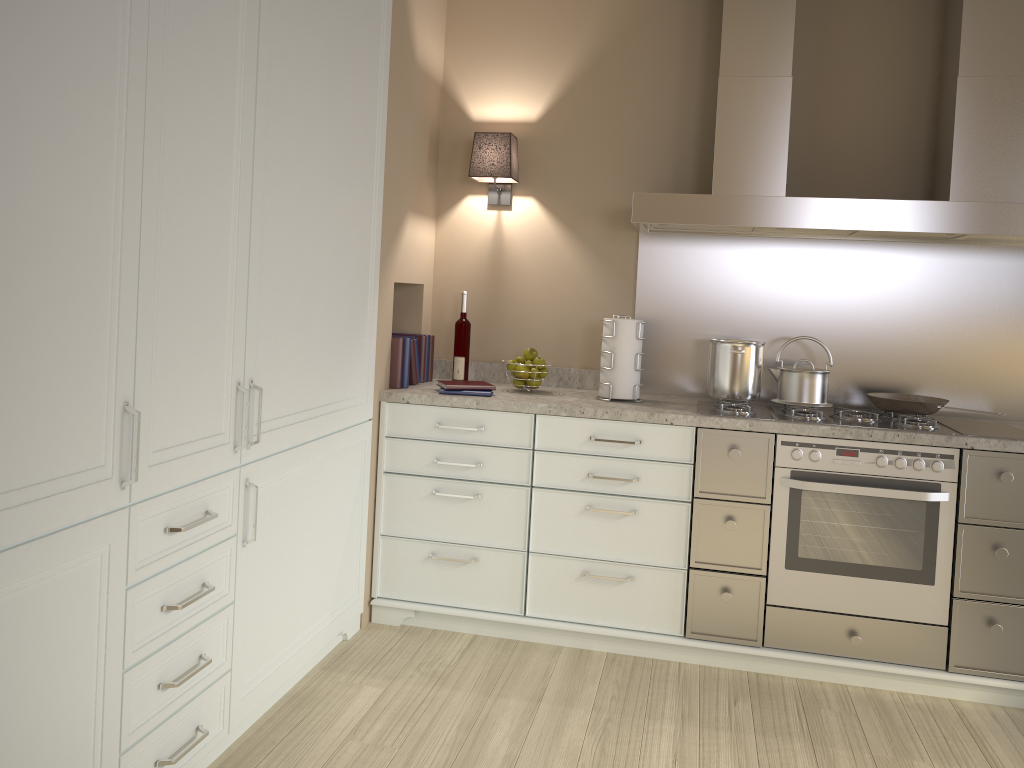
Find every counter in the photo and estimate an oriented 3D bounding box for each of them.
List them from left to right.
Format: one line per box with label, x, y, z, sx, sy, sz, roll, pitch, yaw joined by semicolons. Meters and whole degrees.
counter;1.170;0.093;3.027;3.848;0.113;0.581;4;6;12

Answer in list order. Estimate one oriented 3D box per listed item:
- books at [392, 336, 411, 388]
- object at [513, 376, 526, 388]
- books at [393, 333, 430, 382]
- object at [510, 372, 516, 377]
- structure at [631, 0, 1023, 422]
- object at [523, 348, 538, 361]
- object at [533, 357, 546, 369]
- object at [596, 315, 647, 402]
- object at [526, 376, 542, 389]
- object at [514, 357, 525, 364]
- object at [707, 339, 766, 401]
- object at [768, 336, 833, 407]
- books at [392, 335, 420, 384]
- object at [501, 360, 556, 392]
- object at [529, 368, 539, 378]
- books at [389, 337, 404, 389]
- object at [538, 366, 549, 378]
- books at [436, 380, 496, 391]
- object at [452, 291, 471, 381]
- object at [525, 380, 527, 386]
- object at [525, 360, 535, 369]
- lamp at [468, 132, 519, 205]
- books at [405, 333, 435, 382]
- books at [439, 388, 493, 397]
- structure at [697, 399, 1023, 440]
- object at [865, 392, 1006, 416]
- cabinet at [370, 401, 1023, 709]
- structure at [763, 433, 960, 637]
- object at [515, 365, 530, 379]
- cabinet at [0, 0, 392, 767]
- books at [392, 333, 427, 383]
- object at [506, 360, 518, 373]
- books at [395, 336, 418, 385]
books;-0.452;-0.083;3.229;0.165;0.182;0.032;4;2;12
object;0.026;-0.008;3.302;0.048;0.048;0.048;5;4;23
books;-0.407;-0.106;3.476;0.165;0.182;0.032;4;2;12
object;0.019;-0.050;3.343;0.054;0.054;0.054;1;4;-23
structure;1.220;-0.701;3.053;1.560;1.675;0.448;4;2;12
object;0.070;-0.109;3.315;0.055;0.056;0.055;4;4;12
object;0.101;-0.077;3.264;0.047;0.045;0.047;4;4;13
object;0.394;-0.096;3.192;0.168;0.303;0.164;3;3;-4
object;0.082;-0.010;3.295;0.061;0.056;0.060;0;5;-33
object;0.028;-0.081;3.318;0.044;0.043;0.040;5;4;26
object;0.797;-0.052;3.158;0.201;0.206;0.202;1;4;-30
object;1.023;-0.050;3.102;0.209;0.236;0.209;0;5;-44
books;-0.433;-0.094;3.355;0.165;0.181;0.092;4;3;12
object;0.059;-0.027;3.312;0.206;0.109;0.207;0;6;-33
object;0.082;-0.041;3.256;0.039;0.040;0.040;3;4;3
books;-0.475;-0.080;3.201;0.165;0.182;0.032;4;2;12
object;0.113;-0.045;3.287;0.047;0.045;0.047;4;4;16
books;-0.167;0.005;3.173;0.182;0.017;0.165;1;6;-18
object;-0.192;-0.177;3.413;0.062;0.365;0.062;4;2;38
object;0.061;-0.005;3.342;0.038;0.038;0.039;4;4;16
object;0.068;-0.069;3.286;0.040;0.038;0.040;2;4;-17
lamp;-0.063;-0.839;3.455;0.170;0.258;0.192;4;3;12
books;-0.391;-0.106;3.505;0.165;0.182;0.032;4;2;12
books;-0.161;0.024;3.158;0.183;0.017;0.165;3;6;2
structure;1.158;0.105;2.971;1.049;0.031;0.400;4;6;12
object;1.379;0.080;2.956;0.264;0.051;0.426;1;6;-20
cabinet;1.142;0.533;3.052;3.208;0.792;0.644;4;3;12
structure;1.144;0.474;3.017;0.541;0.694;0.581;4;3;12
object;0.041;-0.045;3.264;0.058;0.058;0.058;2;4;-21
cabinet;-0.916;-0.239;1.987;0.613;2.333;2.350;3;4;12
books;-0.416;-0.102;3.445;0.165;0.182;0.032;4;2;12
object;0.003;-0.066;3.284;0.047;0.048;0.047;1;4;-26
books;-0.440;-0.090;3.323;0.166;0.182;0.091;4;3;15
